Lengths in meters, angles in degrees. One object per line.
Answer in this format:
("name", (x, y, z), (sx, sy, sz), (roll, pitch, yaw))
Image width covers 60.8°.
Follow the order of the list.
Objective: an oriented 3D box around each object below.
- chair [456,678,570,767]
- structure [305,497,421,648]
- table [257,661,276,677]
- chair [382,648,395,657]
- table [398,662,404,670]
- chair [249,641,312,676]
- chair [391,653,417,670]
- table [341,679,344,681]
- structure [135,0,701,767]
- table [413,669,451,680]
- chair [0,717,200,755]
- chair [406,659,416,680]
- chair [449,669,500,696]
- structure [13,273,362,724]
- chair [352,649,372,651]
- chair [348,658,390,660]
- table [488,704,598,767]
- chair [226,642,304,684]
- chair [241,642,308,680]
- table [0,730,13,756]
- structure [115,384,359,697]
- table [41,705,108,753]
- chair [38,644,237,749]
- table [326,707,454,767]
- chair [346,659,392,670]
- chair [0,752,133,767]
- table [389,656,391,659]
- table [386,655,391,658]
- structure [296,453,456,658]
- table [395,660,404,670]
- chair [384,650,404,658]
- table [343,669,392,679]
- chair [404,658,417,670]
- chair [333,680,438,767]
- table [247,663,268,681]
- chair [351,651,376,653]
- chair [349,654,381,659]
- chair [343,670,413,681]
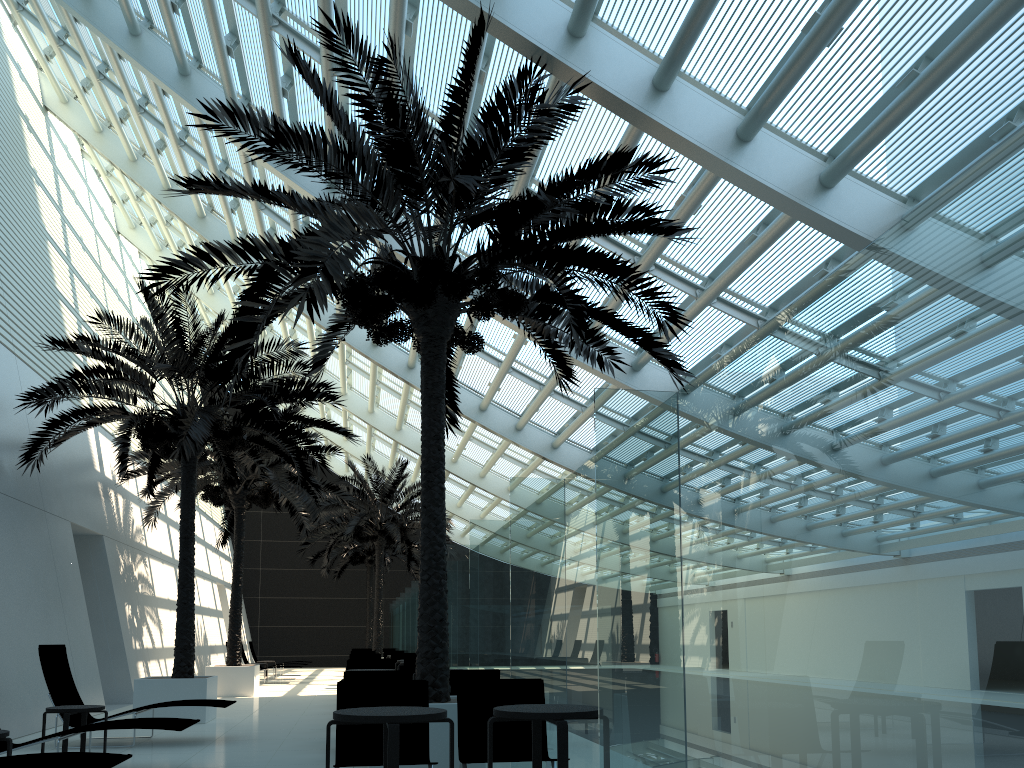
("chair", (-0.013, 2.675, 6.538), (0.717, 0.859, 0.917), (2, -12, -10))
("structure", (-5.578, 8.016, 35.167), (4.491, 6.794, 4.926), (5, -11, -31))
("table", (-7.962, 9.217, 28.184), (0.560, 0.500, 0.567), (-8, -14, 32))
("chair", (-4.279, 9.650, 30.346), (0.717, 0.859, 0.917), (2, -12, -10))
("table", (-1.776, 5.648, 16.493), (0.687, 0.755, 0.695), (-7, -13, 32))
("chair", (-7.792, 9.255, 29.432), (2.038, 1.120, 0.952), (2, -11, -10))
("chair", (-2.286, 6.392, 19.226), (0.717, 0.859, 0.917), (2, -12, -10))
("table", (-1.707, 3.927, 10.609), (0.687, 0.755, 0.695), (-7, -13, 32))
("structure", (-0.776, 0.130, 8.250), (4.826, 6.795, 4.582), (-2, -9, 8))
("table", (-1.029, 4.441, 12.375), (0.685, 0.755, 0.697), (-6, -12, 28))
("chair", (-3.905, 2.901, 7.743), (2.038, 1.120, 0.952), (2, -11, -10))
("chair", (-1.287, 4.758, 13.649), (0.717, 0.859, 0.917), (2, -12, -10))
("chair", (-0.551, 3.579, 9.623), (0.717, 0.859, 0.917), (2, -12, -10))
("structure", (-4.896, 1.722, 13.328), (4.678, 6.615, 4.382), (6, -11, -31))
("chair", (-5.197, 9.606, 30.183), (0.717, 0.859, 0.917), (2, -12, -10))
("chair", (-2.493, 5.209, 15.175), (0.717, 0.859, 0.917), (2, -12, -10))
("table", (0.225, 2.391, 5.377), (0.688, 0.755, 0.694), (-8, -13, 36))
("chair", (-6.869, 7.746, 24.280), (2.038, 1.120, 0.952), (2, -11, -10))
("chair", (-7.323, 8.489, 26.816), (2.038, 1.120, 0.952), (2, -11, -10))
("table", (-4.075, 2.862, 6.494), (0.560, 0.500, 0.567), (-8, -14, 32))
("structure", (-6.159, 3.417, 19.214), (4.312, 6.673, 4.755), (-4, -10, 23))
("table", (-4.530, 3.605, 9.031), (0.560, 0.500, 0.567), (-8, -14, 32))
("chair", (-4.360, 3.644, 10.280), (2.038, 1.120, 0.952), (2, -11, -10))
("table", (-0.729, 2.345, 5.208), (0.688, 0.755, 0.694), (-8, -13, 36))
("chair", (-2.205, 4.714, 13.486), (0.717, 0.859, 0.917), (2, -12, -10))
("chair", (-3.451, 2.157, 5.206), (2.038, 1.120, 0.952), (2, -11, -10))
("table", (-2.773, 7.278, 22.058), (0.687, 0.755, 0.695), (-7, -13, 32))
("table", (-3.017, 7.692, 23.471), (0.685, 0.755, 0.697), (-6, -12, 28))
("structure", (-4.164, 5.661, 27.130), (4.833, 6.795, 4.575), (3, -10, -16))
("table", (-2.026, 6.072, 17.940), (0.685, 0.755, 0.697), (-6, -12, 28))
("chair", (-3.273, 8.006, 24.732), (0.717, 0.859, 0.917), (2, -12, -10))
("table", (-1.983, 4.395, 12.206), (0.685, 0.755, 0.697), (-6, -12, 28))
("chair", (-1.575, 5.253, 15.338), (0.717, 0.859, 0.917), (2, -12, -10))
("chair", (-0.931, 2.630, 6.375), (0.717, 0.859, 0.917), (2, -12, -10))
("table", (-7.493, 8.450, 25.568), (0.560, 0.500, 0.567), (-8, -14, 32))
("chair", (-4.191, 7.961, 24.569), (0.717, 0.859, 0.917), (2, -12, -10))
("chair", (-3.204, 6.348, 19.063), (0.717, 0.859, 0.917), (2, -12, -10))
("chair", (-1.469, 3.534, 9.460), (0.717, 0.859, 0.917), (2, -12, -10))
